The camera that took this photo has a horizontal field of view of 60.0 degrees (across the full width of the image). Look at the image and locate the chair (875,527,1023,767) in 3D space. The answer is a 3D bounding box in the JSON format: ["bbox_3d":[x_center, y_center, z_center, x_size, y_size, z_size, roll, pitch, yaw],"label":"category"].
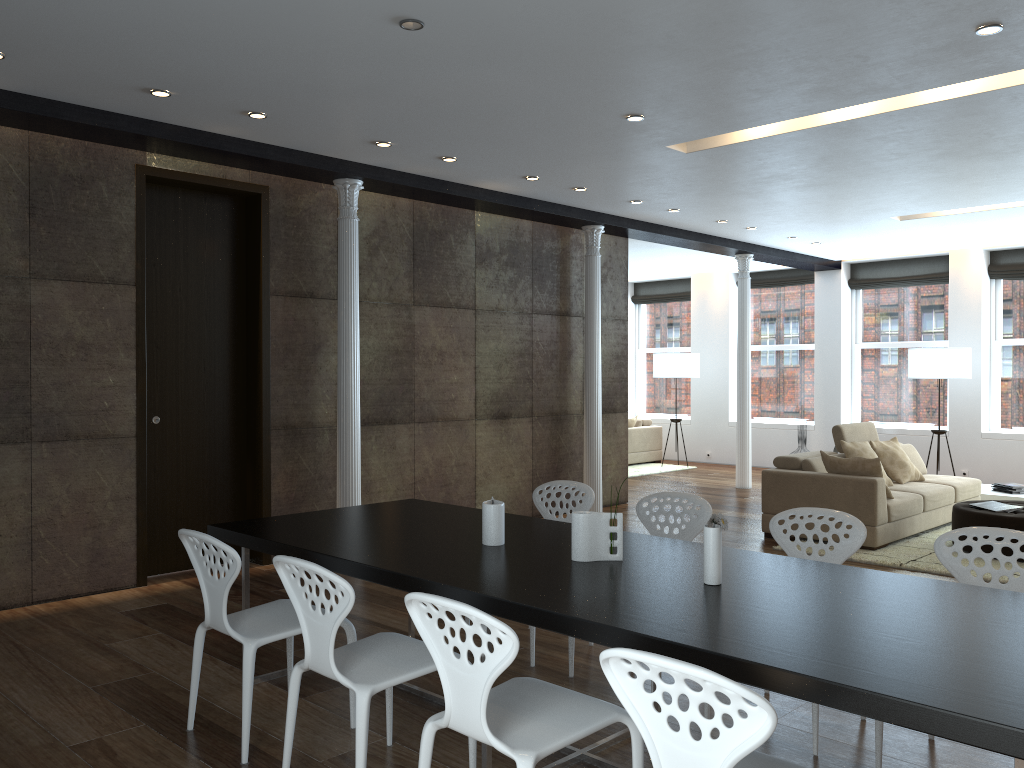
[{"bbox_3d":[1.652,0.964,3.157,0.495,0.835,0.581,1,1,45],"label":"chair"}]

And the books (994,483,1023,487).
[{"bbox_3d":[5.220,1.053,9.235,0.220,0.010,0.300,0,1,-5],"label":"books"}]

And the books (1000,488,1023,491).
[{"bbox_3d":[5.220,1.091,9.235,0.220,0.010,0.300,0,1,5],"label":"books"}]

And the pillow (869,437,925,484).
[{"bbox_3d":[3.672,0.730,8.501,0.519,0.416,0.368,-1,1,-41],"label":"pillow"}]

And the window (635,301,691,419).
[{"bbox_3d":[2.639,-0.549,14.995,1.345,2.400,0.123,1,1,45],"label":"window"}]

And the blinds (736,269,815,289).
[{"bbox_3d":[4.069,-1.607,13.489,1.396,0.275,0.156,1,1,45],"label":"blinds"}]

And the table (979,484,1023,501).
[{"bbox_3d":[5.143,1.208,9.412,0.900,0.170,0.900,1,1,45],"label":"table"}]

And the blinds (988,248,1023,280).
[{"bbox_3d":[6.672,-1.513,10.930,1.439,0.424,0.156,1,1,45],"label":"blinds"}]

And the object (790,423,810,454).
[{"bbox_3d":[3.965,0.893,12.115,0.458,0.781,0.458,1,1,44],"label":"object"}]

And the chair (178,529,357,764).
[{"bbox_3d":[-0.995,0.962,3.510,0.495,0.835,0.581,1,1,45],"label":"chair"}]

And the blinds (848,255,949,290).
[{"bbox_3d":[5.350,-1.533,12.208,1.431,0.395,0.183,1,1,45],"label":"blinds"}]

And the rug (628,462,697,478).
[{"bbox_3d":[0.232,1.257,13.763,4.231,0.020,2.972,1,1,45],"label":"rug"}]

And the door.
[{"bbox_3d":[-2.323,-0.057,6.411,0.510,2.814,1.000,1,1,45],"label":"door"}]

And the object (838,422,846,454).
[{"bbox_3d":[4.449,0.895,11.943,0.458,0.781,0.458,1,1,44],"label":"object"}]

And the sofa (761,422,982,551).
[{"bbox_3d":[3.413,0.852,8.237,1.021,0.950,2.581,1,1,45],"label":"sofa"}]

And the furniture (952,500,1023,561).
[{"bbox_3d":[4.050,1.144,6.981,1.057,0.355,1.057,-1,1,-44],"label":"furniture"}]

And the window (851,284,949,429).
[{"bbox_3d":[5.405,-0.520,12.275,1.432,2.400,0.123,1,1,45],"label":"window"}]

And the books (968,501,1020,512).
[{"bbox_3d":[3.777,0.959,6.948,0.220,0.040,0.301,0,1,-11],"label":"books"}]

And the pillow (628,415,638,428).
[{"bbox_3d":[1.698,0.683,13.773,0.395,0.393,0.518,1,1,41],"label":"pillow"}]

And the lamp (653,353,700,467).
[{"bbox_3d":[2.484,0.402,13.421,0.698,1.728,0.698,0,1,-22],"label":"lamp"}]

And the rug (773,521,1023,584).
[{"bbox_3d":[4.652,1.323,7.628,2.972,0.020,4.231,1,1,45],"label":"rug"}]

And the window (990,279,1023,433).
[{"bbox_3d":[6.715,-0.506,10.987,1.442,2.400,0.123,1,1,45],"label":"window"}]

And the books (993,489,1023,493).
[{"bbox_3d":[5.220,1.111,9.235,0.220,0.010,0.300,0,1,-25],"label":"books"}]

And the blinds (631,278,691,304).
[{"bbox_3d":[2.594,-1.563,14.939,1.342,0.393,0.156,1,1,45],"label":"blinds"}]

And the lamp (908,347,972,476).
[{"bbox_3d":[5.185,0.431,10.764,0.698,1.728,0.698,0,1,-22],"label":"lamp"}]

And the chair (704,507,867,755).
[{"bbox_3d":[1.155,0.959,3.652,0.495,0.835,0.581,1,1,45],"label":"chair"}]

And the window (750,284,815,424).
[{"bbox_3d":[4.114,-0.533,13.545,1.391,2.400,0.123,1,1,45],"label":"window"}]

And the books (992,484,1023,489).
[{"bbox_3d":[5.195,1.062,9.230,0.220,0.010,0.300,0,1,-10],"label":"books"}]

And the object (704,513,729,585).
[{"bbox_3d":[0.681,0.536,2.936,0.076,0.233,0.161,0,1,26],"label":"object"}]

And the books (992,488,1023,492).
[{"bbox_3d":[5.195,1.101,9.231,0.220,0.010,0.300,0,1,-10],"label":"books"}]

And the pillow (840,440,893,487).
[{"bbox_3d":[3.225,0.724,8.064,0.534,0.439,0.301,-1,1,-42],"label":"pillow"}]

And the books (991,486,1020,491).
[{"bbox_3d":[5.195,1.081,9.230,0.220,0.010,0.300,0,1,-20],"label":"books"}]

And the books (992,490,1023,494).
[{"bbox_3d":[5.195,1.120,9.231,0.220,0.010,0.300,0,1,-10],"label":"books"}]

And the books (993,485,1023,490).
[{"bbox_3d":[5.220,1.072,9.235,0.220,0.010,0.300,0,1,-30],"label":"books"}]

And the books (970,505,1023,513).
[{"bbox_3d":[3.802,0.967,6.953,0.219,0.031,0.300,0,1,-30],"label":"books"}]

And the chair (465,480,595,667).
[{"bbox_3d":[0.126,0.948,4.650,0.495,0.835,0.581,1,1,45],"label":"chair"}]

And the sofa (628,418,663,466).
[{"bbox_3d":[1.133,0.782,14.647,2.581,0.950,1.018,1,1,45],"label":"sofa"}]

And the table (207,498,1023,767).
[{"bbox_3d":[0.242,1.015,3.282,3.400,0.733,1.200,1,1,45],"label":"table"}]

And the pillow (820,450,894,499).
[{"bbox_3d":[2.862,0.755,7.355,0.395,0.393,0.518,-1,1,-42],"label":"pillow"}]

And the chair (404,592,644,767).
[{"bbox_3d":[0.007,0.972,2.525,0.495,0.835,0.581,1,1,45],"label":"chair"}]

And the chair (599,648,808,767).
[{"bbox_3d":[0.508,0.977,2.032,0.495,0.835,0.581,1,1,45],"label":"chair"}]

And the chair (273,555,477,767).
[{"bbox_3d":[-0.494,0.967,3.017,0.495,0.835,0.581,1,1,45],"label":"chair"}]

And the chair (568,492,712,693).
[{"bbox_3d":[0.636,0.953,4.176,0.495,0.835,0.581,1,1,45],"label":"chair"}]
